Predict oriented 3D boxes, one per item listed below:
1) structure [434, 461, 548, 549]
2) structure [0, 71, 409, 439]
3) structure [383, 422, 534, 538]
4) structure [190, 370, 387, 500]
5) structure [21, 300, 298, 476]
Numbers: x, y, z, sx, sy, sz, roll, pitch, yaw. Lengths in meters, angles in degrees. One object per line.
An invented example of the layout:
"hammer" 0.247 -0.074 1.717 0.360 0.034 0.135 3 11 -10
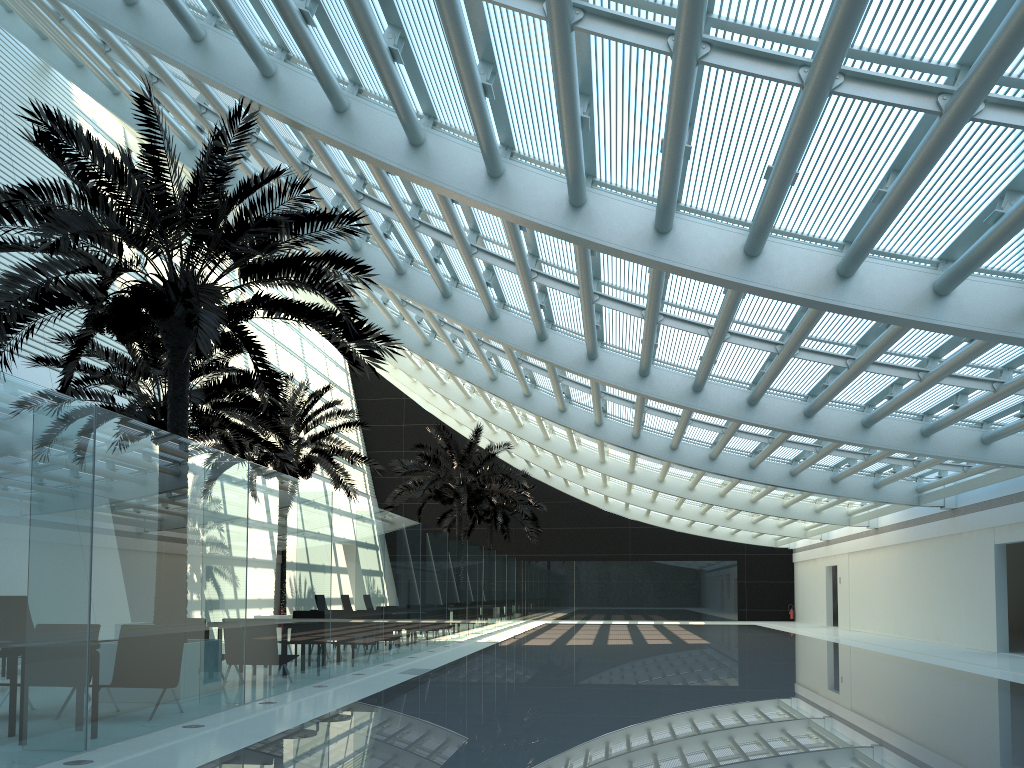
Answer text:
"structure" -0.770 6.729 37.436 4.464 6.859 4.911 2 -7 -15
"structure" -4.029 0.167 10.177 4.839 6.861 4.528 -3 -7 25
"structure" -1.763 4.771 29.302 4.823 6.861 4.542 0 -6 0
"structure" -5.980 3.134 22.277 4.325 6.738 4.696 -5 -8 40
"structure" -6.488 1.715 16.256 4.649 6.679 4.367 2 -7 -15
